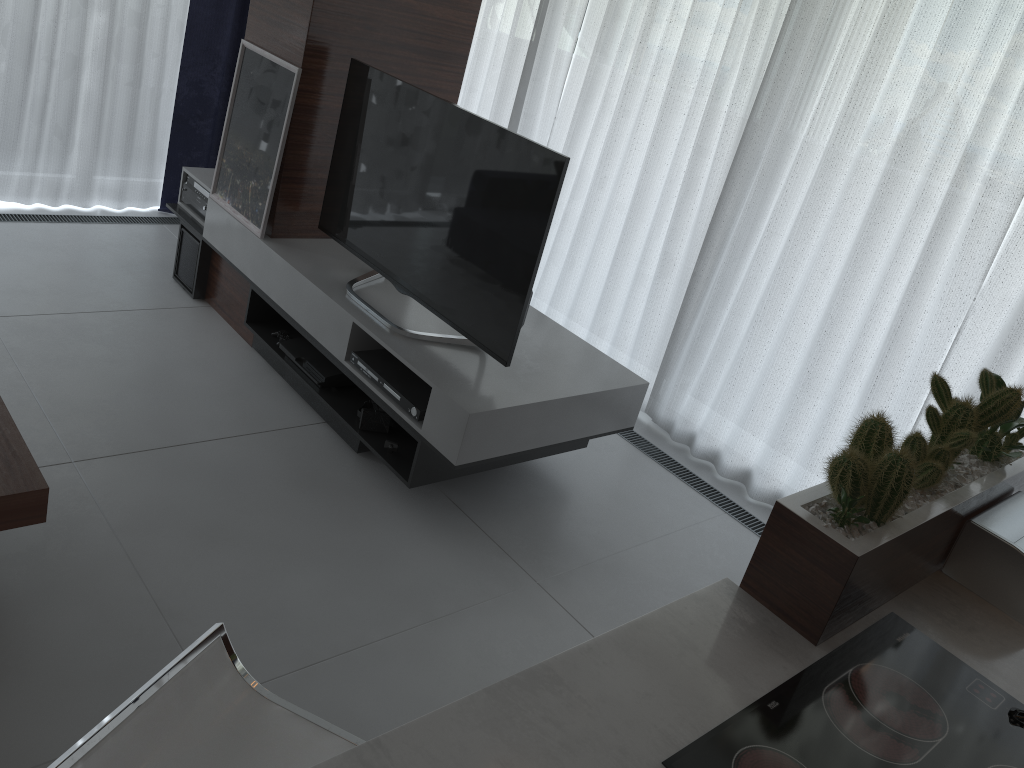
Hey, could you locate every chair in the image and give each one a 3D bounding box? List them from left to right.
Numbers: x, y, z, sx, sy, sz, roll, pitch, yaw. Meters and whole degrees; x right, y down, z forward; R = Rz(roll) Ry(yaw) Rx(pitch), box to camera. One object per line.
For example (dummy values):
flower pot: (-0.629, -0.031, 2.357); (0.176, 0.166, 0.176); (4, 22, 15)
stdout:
chair: (-0.402, 0.817, 1.276); (0.467, 0.689, 0.404); (22, 22, 14)

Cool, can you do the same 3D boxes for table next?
table: (-1.694, 0.243, 2.150); (0.809, 0.343, 0.820); (-7, 32, -42)

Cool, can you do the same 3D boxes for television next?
television: (-0.310, -0.622, 3.155); (0.298, 0.764, 1.261); (-4, 30, -43)

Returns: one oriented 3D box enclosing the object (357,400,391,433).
object: (-0.502, 0.097, 3.226); (0.116, 0.077, 0.190); (9, 24, -16)

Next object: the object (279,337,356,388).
object: (-0.713, -0.093, 3.517); (0.315, 0.065, 0.322); (-8, 33, -42)

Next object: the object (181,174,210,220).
object: (-1.340, -0.874, 4.245); (0.370, 0.146, 0.379); (-7, 33, -42)

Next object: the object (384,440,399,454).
object: (-0.414, 0.219, 3.053); (0.044, 0.042, 0.045); (-6, 31, -43)

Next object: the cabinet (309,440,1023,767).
cabinet: (0.362, 0.187, 0.911); (3.349, 2.479, 0.805); (-7, 31, -43)

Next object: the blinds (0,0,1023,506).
blinds: (-1.531, -0.708, 1.423); (7.153, 2.696, 5.956); (-5, 31, -39)

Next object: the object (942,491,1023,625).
object: (1.183, 0.395, 2.024); (0.345, 0.141, 0.227); (-8, 32, -43)

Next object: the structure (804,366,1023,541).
structure: (0.959, 0.097, 1.929); (1.003, 0.278, 0.228); (-6, 31, -41)

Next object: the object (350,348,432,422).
object: (-0.318, -0.010, 3.115); (0.337, 0.051, 0.441); (-7, 33, -42)

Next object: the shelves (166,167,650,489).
shelves: (-0.618, -0.301, 3.810); (0.876, 0.485, 2.409); (-6, 32, -42)

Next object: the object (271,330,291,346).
object: (-0.941, -0.192, 3.630); (0.070, 0.035, 0.116); (1, 28, -31)

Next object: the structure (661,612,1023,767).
structure: (0.650, 0.634, 1.372); (0.767, 0.055, 0.517); (-8, 33, -42)

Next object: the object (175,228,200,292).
object: (-1.423, -0.590, 4.202); (0.255, 0.244, 0.218); (-6, 31, -43)

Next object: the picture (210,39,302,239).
picture: (-1.072, -1.019, 3.648); (0.053, 0.681, 0.513); (-4, 29, -43)
